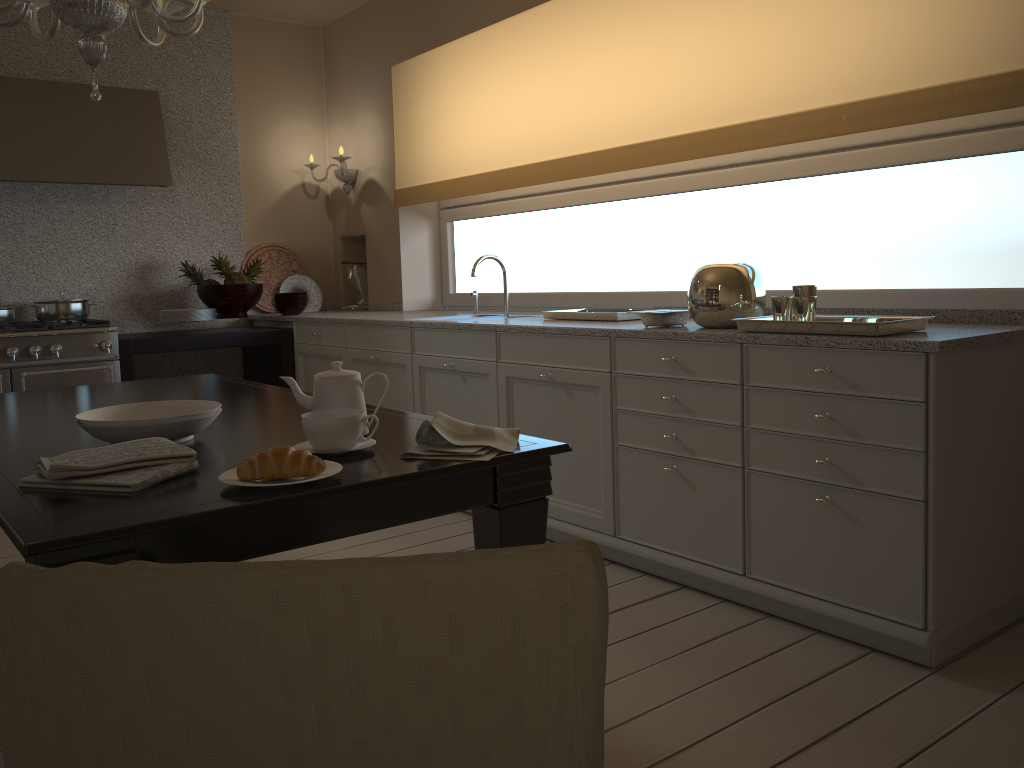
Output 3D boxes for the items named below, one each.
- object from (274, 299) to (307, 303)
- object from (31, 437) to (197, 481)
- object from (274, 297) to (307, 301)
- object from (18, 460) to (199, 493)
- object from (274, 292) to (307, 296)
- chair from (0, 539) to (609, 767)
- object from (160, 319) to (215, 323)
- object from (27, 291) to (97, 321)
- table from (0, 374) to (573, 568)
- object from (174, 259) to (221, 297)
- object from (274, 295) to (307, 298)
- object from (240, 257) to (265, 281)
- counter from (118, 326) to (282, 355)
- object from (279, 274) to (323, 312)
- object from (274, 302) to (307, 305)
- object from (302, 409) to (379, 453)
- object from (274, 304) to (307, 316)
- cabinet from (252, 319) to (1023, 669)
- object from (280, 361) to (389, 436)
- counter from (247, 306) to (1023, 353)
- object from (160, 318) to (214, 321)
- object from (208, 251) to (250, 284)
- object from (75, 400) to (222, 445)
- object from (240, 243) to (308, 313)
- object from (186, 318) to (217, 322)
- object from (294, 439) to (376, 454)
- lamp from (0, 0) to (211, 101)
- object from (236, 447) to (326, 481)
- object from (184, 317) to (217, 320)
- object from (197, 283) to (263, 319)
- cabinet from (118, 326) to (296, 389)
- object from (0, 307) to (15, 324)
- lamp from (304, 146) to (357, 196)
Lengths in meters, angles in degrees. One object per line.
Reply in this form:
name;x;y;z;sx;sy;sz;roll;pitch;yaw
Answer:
object;-1.242;-0.440;4.975;0.180;0.063;0.181;2;8;30
object;-0.686;0.134;1.529;0.233;0.051;0.165;-7;9;-37
object;-1.244;-0.455;4.972;0.180;0.066;0.180;5;9;45
object;-0.675;0.152;1.496;0.232;0.026;0.165;0;7;18
object;-1.241;-0.481;4.973;0.180;0.065;0.181;-6;8;-29
chair;-0.181;0.506;1.007;0.563;0.798;0.563;-2;6;-1
object;-1.694;-0.330;4.649;0.278;0.011;0.279;4;9;40
object;-2.285;-0.398;4.507;0.265;0.145;0.266;-1;7;11
table;-0.844;0.407;2.205;0.920;0.651;1.994;-7;8;-37
object;-1.719;-0.560;4.901;0.278;0.283;0.138;-1;5;9
object;-1.242;-0.467;4.973;0.180;0.064;0.181;-6;8;-29
object;-1.512;-0.583;5.032;0.138;0.283;0.276;2;7;38
counter;-1.729;-0.242;4.792;0.766;0.079;0.601;-7;9;-37
object;-1.302;-0.539;5.463;0.283;0.272;0.093;-6;7;-36
object;-1.241;-0.426;4.976;0.180;0.063;0.181;2;8;30
object;-0.332;0.090;1.674;0.125;0.069;0.116;-8;9;-44
object;-1.241;-0.414;4.977;0.180;0.063;0.181;2;8;30
cabinet;-0.008;0.103;3.950;0.848;0.768;4.229;-6;8;-37
object;-0.363;0.031;1.828;0.198;0.155;0.118;-6;7;-31
counter;-0.065;-0.298;3.878;0.653;0.067;4.246;-7;9;-37
object;-1.695;-0.336;4.649;0.278;0.011;0.279;4;9;40
object;-1.557;-0.595;4.873;0.269;0.277;0.161;2;7;34
object;-0.752;0.086;1.848;0.282;0.065;0.282;-8;9;-43
object;-1.454;-0.649;5.432;0.431;0.429;0.064;-6;7;-37
object;-1.694;-0.333;4.648;0.278;0.011;0.279;4;9;40
object;-0.334;0.120;1.673;0.154;0.012;0.154;0;7;13
lamp;-1.114;-1.305;2.291;0.675;1.124;0.703;-4;6;-19
object;-0.372;0.127;1.425;0.138;0.051;0.062;-4;6;-18
object;-1.694;-0.338;4.649;0.278;0.011;0.279;4;9;40
object;-1.559;-0.460;4.924;0.351;0.187;0.352;3;8;36
cabinet;-1.718;0.078;4.819;0.897;0.722;0.601;-7;7;-37
object;-2.615;-0.336;4.320;0.370;0.090;0.199;-1;7;5
lamp;-1.048;-1.271;5.344;0.265;0.266;0.480;-7;8;-39
